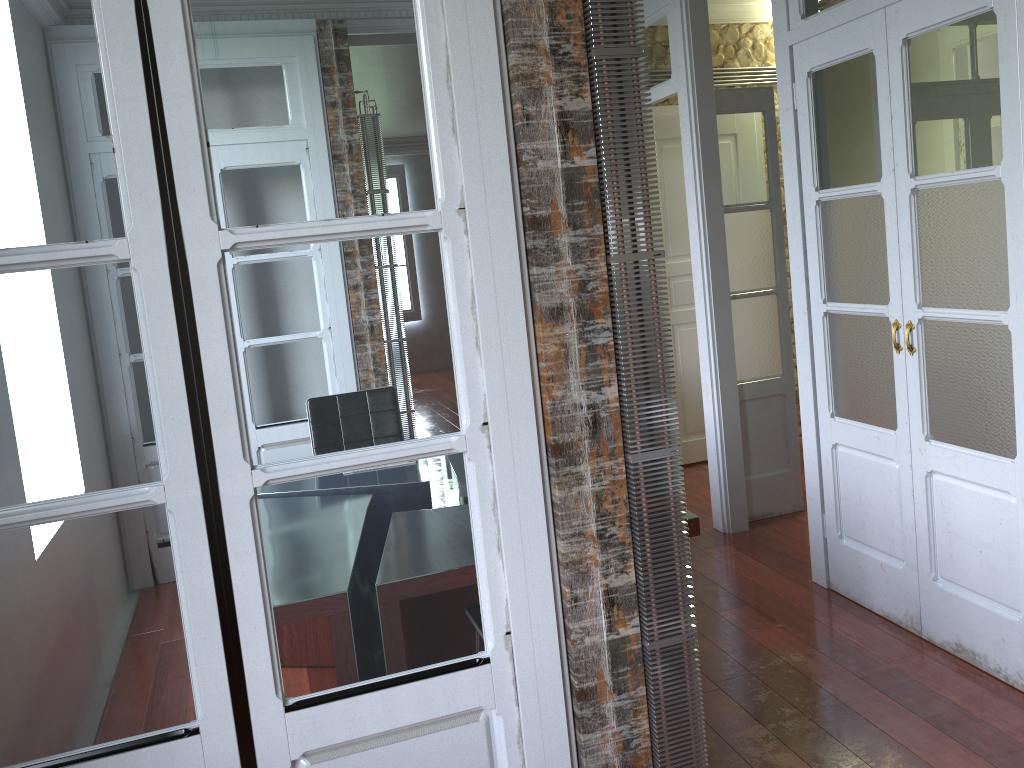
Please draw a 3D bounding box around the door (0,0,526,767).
[{"bbox_3d":[-0.538,0.251,1.604,1.162,2.169,0.041,-8,6,-17],"label":"door"}]

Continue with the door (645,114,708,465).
[{"bbox_3d":[1.259,-0.615,5.688,0.870,2.206,0.146,-8,6,-16],"label":"door"}]

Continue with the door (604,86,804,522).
[{"bbox_3d":[0.857,-0.403,4.810,0.484,2.169,1.188,-11,8,-42],"label":"door"}]

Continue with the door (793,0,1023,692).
[{"bbox_3d":[1.359,-0.175,3.035,0.041,2.167,1.062,-8,7,-16],"label":"door"}]

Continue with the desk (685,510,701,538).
[{"bbox_3d":[-0.336,0.725,3.328,1.448,0.650,1.720,-8,9,-16],"label":"desk"}]
